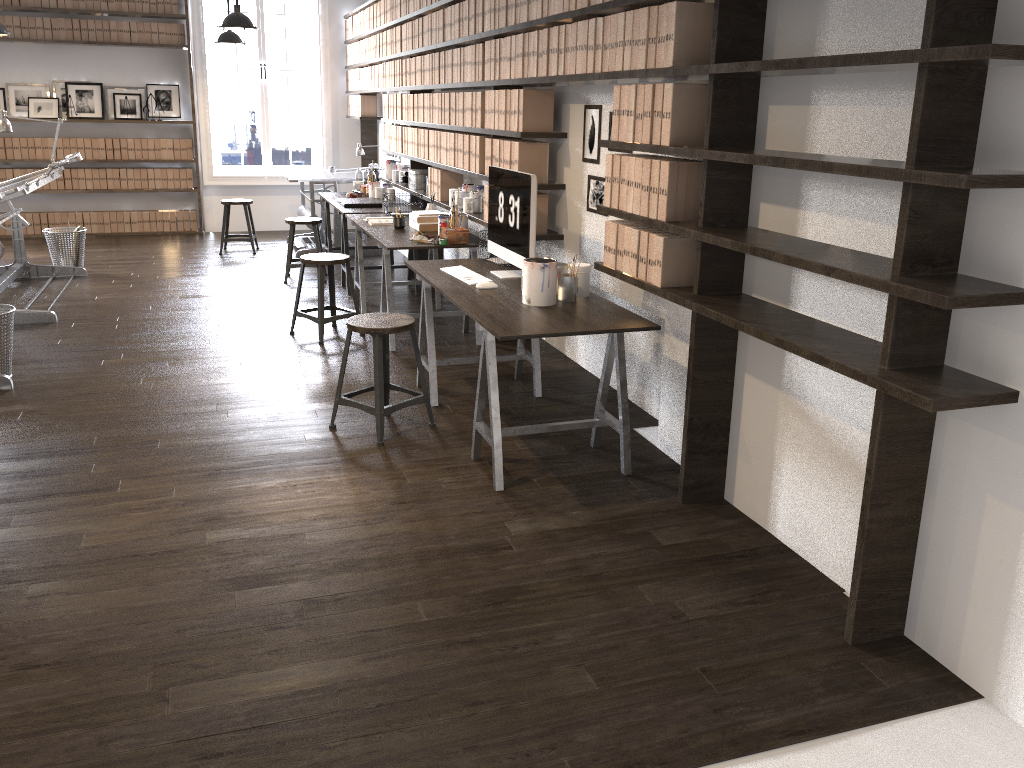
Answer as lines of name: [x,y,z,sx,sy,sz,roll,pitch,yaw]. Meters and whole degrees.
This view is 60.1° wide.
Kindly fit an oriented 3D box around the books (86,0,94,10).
books: [-4.473,-4.067,9.388,0.067,0.223,0.176,-4,16,-18]

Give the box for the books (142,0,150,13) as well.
books: [-3.949,-4.108,9.556,0.067,0.223,0.176,-4,16,-18]

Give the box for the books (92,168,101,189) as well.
books: [-4.605,-2.281,9.824,0.067,0.223,0.176,-4,16,-18]

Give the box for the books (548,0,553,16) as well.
books: [0.268,-1.859,4.220,0.174,0.223,0.067,-4,16,-18]

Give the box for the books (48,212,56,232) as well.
books: [-5.072,-1.783,9.793,0.067,0.222,0.177,-4,16,-18]

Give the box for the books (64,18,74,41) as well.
books: [-4.689,-3.752,9.396,0.067,0.222,0.177,-4,16,-18]

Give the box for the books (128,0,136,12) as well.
books: [-4.084,-4.099,9.516,0.067,0.223,0.177,-4,16,-18]

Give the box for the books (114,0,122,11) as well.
books: [-4.211,-4.088,9.472,0.067,0.222,0.177,-4,16,-18]

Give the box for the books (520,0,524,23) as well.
books: [0.135,-1.979,4.595,0.175,0.223,0.067,-4,16,-18]

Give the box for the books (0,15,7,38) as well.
books: [-5.275,-3.703,9.199,0.067,0.222,0.177,-4,16,-18]

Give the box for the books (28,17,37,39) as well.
books: [-5.014,-3.725,9.288,0.067,0.223,0.176,-4,16,-18]

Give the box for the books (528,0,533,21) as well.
books: [0.177,-1.939,4.472,0.175,0.222,0.067,-4,16,-18]

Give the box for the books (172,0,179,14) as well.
books: [-3.669,-4.132,9.652,0.067,0.222,0.177,-4,16,-18]

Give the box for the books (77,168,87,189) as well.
books: [-4.737,-2.268,9.773,0.067,0.223,0.177,-4,16,-18]

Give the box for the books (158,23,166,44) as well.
books: [-3.821,-3.821,9.677,0.067,0.223,0.177,-4,16,-18]

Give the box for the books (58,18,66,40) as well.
books: [-4.750,-3.746,9.373,0.067,0.222,0.177,-4,16,-18]

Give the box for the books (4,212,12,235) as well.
books: [-5.477,-1.748,9.651,0.067,0.223,0.177,-4,16,-18]

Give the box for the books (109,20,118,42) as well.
books: [-4.280,-3.783,9.525,0.067,0.223,0.177,-4,16,-18]

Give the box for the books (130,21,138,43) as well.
books: [-4.089,-3.800,9.589,0.067,0.223,0.177,-4,16,-18]

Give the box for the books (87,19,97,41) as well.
books: [-4.479,-3.768,9.461,0.067,0.223,0.176,-4,16,-18]

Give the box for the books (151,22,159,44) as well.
books: [-3.891,-3.816,9.657,0.067,0.223,0.176,-4,16,-18]

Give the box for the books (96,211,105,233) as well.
books: [-4.613,-1.821,9.943,0.067,0.222,0.177,-4,16,-18]

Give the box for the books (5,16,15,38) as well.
books: [-5.215,-3.707,9.218,0.067,0.222,0.177,-4,16,-18]

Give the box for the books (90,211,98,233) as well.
books: [-4.673,-1.815,9.922,0.067,0.222,0.177,-4,16,-18]

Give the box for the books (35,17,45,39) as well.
books: [-4.947,-3.729,9.306,0.067,0.223,0.176,-4,16,-18]

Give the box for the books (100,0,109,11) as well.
books: [-4.338,-4.076,9.426,0.067,0.223,0.177,-4,16,-18]

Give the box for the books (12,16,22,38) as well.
books: [-5.145,-3.712,9.239,0.067,0.223,0.177,-4,16,-18]

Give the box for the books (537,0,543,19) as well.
books: [0.217,-1.900,4.347,0.175,0.223,0.067,-4,16,-18]

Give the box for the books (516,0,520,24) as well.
books: [0.113,-1.999,4.660,0.174,0.223,0.067,-4,16,-18]

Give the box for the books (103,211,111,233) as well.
books: [-4.549,-1.824,9.960,0.067,0.223,0.177,-4,16,-18]

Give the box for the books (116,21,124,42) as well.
books: [-4.219,-3.790,9.550,0.067,0.222,0.177,-4,16,-18]

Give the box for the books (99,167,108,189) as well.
books: [-4.538,-2.286,9.844,0.067,0.223,0.177,-4,16,-18]

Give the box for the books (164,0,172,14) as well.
books: [-3.742,-4.127,9.630,0.067,0.222,0.177,-4,16,-18]

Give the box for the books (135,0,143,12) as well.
books: [-4.017,-4.104,9.538,0.067,0.223,0.176,-4,16,-18]

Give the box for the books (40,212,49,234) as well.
books: [-5.140,-1.776,9.764,0.067,0.223,0.177,-4,16,-18]

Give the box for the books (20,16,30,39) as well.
books: [-5.080,-3.719,9.264,0.067,0.223,0.177,-4,16,-18]

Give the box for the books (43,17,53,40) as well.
books: [-4.877,-3.734,9.326,0.067,0.223,0.177,-4,16,-18]

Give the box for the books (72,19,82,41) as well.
books: [-4.617,-3.756,9.414,0.067,0.223,0.177,-4,16,-18]

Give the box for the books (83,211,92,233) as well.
books: [-4.741,-1.809,9.897,0.067,0.223,0.177,-4,16,-18]

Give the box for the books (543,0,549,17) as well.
books: [0.243,-1.879,4.283,0.175,0.223,0.067,-4,16,-18]

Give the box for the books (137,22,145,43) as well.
books: [-4.024,-3.806,9.615,0.067,0.223,0.177,-4,16,-18]

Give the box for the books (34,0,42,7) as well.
books: [-4.936,-4.026,9.226,0.067,0.223,0.177,-4,16,-18]

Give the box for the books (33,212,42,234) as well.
books: [-5.213,-1.772,9.746,0.067,0.223,0.177,-4,16,-18]

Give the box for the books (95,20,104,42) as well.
books: [-4.413,-3.774,9.487,0.067,0.223,0.176,-4,16,-18]

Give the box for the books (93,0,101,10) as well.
books: [-4.406,-4.072,9.408,0.067,0.223,0.177,-4,16,-18]

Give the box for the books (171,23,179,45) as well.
books: [-3.700,-3.833,9.722,0.067,0.222,0.177,-4,16,-18]

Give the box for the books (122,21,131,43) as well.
books: [-4.158,-3.794,9.568,0.067,0.222,0.177,-4,16,-18]

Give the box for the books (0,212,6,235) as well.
books: [-5.541,-1.744,9.635,0.067,0.222,0.177,-4,16,-18]

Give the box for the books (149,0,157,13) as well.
books: [-3.883,-4.115,9.583,0.067,0.223,0.177,-4,16,-18]

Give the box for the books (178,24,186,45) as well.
books: [-3.634,-3.838,9.745,0.067,0.223,0.177,-4,16,-18]

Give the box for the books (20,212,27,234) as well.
books: [-5.347,-1.761,9.700,0.067,0.223,0.176,-4,16,-18]

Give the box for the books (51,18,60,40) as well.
books: [-4.809,-3.740,9.349,0.067,0.223,0.177,-4,16,-18]

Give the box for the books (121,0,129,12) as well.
books: [-4.146,-4.092,9.489,0.067,0.223,0.177,-4,16,-18]

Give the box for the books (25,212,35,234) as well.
books: [-5.279,-1.765,9.719,0.067,0.223,0.176,-4,16,-18]

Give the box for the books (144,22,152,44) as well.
books: [-3.958,-3.812,9.639,0.067,0.223,0.176,-4,16,-18]

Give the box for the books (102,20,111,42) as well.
books: [-4.346,-3.780,9.509,0.067,0.223,0.177,-4,16,-18]

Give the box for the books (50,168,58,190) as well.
books: [-5.009,-2.246,9.684,0.067,0.223,0.176,-4,16,-18]

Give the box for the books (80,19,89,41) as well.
books: [-4.548,-3.763,9.443,0.067,0.223,0.177,-4,16,-18]

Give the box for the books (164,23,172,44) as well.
books: [-3.759,-3.826,9.698,0.067,0.223,0.177,-4,16,-18]
